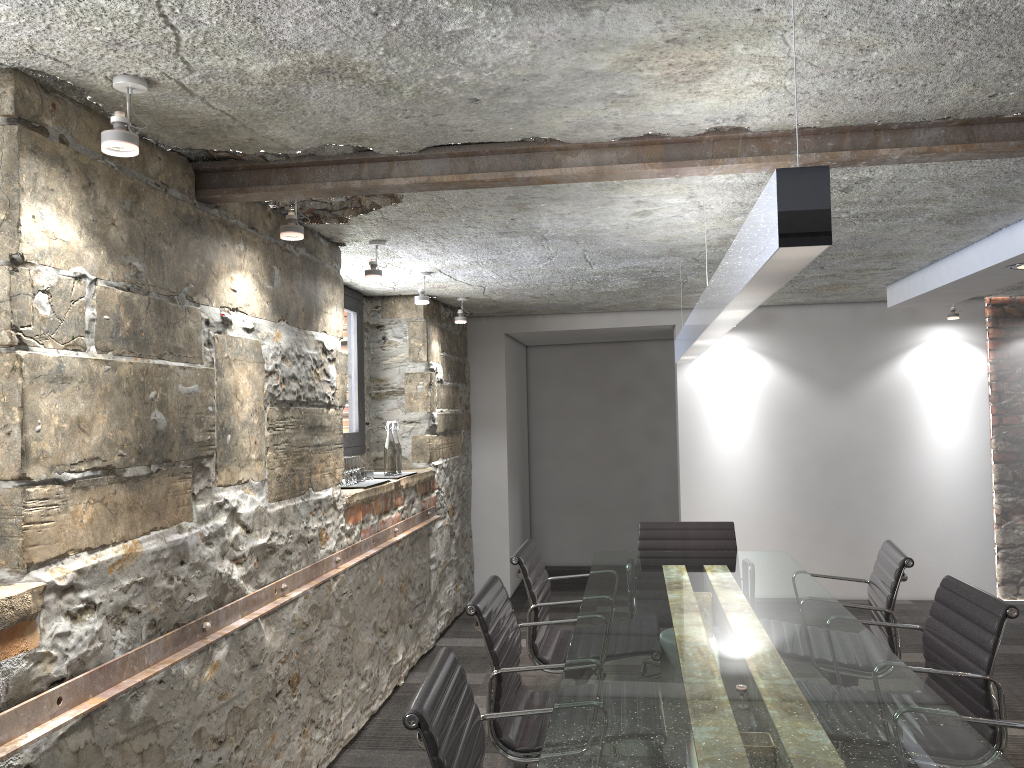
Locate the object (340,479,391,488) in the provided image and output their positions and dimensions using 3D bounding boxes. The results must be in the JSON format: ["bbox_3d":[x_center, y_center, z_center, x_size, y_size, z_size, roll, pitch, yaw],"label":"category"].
[{"bbox_3d":[-0.795,0.486,4.327,0.310,0.007,0.457,-2,-2,8],"label":"object"}]

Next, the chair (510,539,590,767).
[{"bbox_3d":[0.325,1.100,3.710,0.667,0.837,0.693,-1,-2,-1],"label":"chair"}]

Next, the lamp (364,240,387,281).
[{"bbox_3d":[-0.584,-0.527,3.784,0.077,0.165,0.098,-3,-2,41],"label":"lamp"}]

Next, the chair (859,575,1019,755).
[{"bbox_3d":[1.160,1.049,2.724,0.667,0.837,0.693,-1,-2,-2],"label":"chair"}]

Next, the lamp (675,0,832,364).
[{"bbox_3d":[0.619,-0.408,2.811,0.073,0.524,3.159,-2,-2,8],"label":"lamp"}]

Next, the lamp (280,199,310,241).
[{"bbox_3d":[-0.707,-0.553,2.884,0.077,0.165,0.098,-3,-2,41],"label":"lamp"}]

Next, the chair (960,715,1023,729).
[{"bbox_3d":[0.984,1.023,1.799,0.667,0.837,0.693,-1,-2,-1],"label":"chair"}]

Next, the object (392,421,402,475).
[{"bbox_3d":[-0.651,0.356,4.932,0.073,0.300,0.073,0,-2,-24],"label":"object"}]

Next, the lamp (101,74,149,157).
[{"bbox_3d":[-0.839,-0.581,1.924,0.077,0.165,0.098,-3,-2,41],"label":"lamp"}]

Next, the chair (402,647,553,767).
[{"bbox_3d":[0.105,1.047,1.909,0.667,0.837,0.693,-1,-2,-5],"label":"chair"}]

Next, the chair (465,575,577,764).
[{"bbox_3d":[0.188,1.075,2.841,0.667,0.837,0.693,-1,-2,-2],"label":"chair"}]

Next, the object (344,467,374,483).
[{"bbox_3d":[-0.774,0.450,4.439,0.111,0.072,0.191,-2,-2,15],"label":"object"}]

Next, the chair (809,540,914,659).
[{"bbox_3d":[1.271,1.074,3.562,0.667,0.837,0.693,-1,-2,6],"label":"chair"}]

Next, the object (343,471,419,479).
[{"bbox_3d":[-0.719,0.502,4.885,0.310,0.007,0.457,-2,-2,8],"label":"object"}]

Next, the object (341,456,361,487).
[{"bbox_3d":[-0.796,0.414,4.226,0.108,0.131,0.218,-1,-2,6],"label":"object"}]

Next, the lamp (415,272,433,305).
[{"bbox_3d":[-0.465,-0.502,4.647,0.077,0.165,0.098,-3,-2,41],"label":"lamp"}]

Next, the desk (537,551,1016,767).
[{"bbox_3d":[0.658,1.126,2.762,0.909,0.711,3.154,-2,-2,8],"label":"desk"}]

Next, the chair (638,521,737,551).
[{"bbox_3d":[0.844,1.104,4.189,0.693,0.837,0.667,-1,-2,0],"label":"chair"}]

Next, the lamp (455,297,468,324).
[{"bbox_3d":[-0.323,-0.471,5.679,0.077,0.165,0.098,-3,-2,41],"label":"lamp"}]

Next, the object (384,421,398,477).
[{"bbox_3d":[-0.664,0.353,4.840,0.073,0.300,0.073,0,-2,-24],"label":"object"}]
